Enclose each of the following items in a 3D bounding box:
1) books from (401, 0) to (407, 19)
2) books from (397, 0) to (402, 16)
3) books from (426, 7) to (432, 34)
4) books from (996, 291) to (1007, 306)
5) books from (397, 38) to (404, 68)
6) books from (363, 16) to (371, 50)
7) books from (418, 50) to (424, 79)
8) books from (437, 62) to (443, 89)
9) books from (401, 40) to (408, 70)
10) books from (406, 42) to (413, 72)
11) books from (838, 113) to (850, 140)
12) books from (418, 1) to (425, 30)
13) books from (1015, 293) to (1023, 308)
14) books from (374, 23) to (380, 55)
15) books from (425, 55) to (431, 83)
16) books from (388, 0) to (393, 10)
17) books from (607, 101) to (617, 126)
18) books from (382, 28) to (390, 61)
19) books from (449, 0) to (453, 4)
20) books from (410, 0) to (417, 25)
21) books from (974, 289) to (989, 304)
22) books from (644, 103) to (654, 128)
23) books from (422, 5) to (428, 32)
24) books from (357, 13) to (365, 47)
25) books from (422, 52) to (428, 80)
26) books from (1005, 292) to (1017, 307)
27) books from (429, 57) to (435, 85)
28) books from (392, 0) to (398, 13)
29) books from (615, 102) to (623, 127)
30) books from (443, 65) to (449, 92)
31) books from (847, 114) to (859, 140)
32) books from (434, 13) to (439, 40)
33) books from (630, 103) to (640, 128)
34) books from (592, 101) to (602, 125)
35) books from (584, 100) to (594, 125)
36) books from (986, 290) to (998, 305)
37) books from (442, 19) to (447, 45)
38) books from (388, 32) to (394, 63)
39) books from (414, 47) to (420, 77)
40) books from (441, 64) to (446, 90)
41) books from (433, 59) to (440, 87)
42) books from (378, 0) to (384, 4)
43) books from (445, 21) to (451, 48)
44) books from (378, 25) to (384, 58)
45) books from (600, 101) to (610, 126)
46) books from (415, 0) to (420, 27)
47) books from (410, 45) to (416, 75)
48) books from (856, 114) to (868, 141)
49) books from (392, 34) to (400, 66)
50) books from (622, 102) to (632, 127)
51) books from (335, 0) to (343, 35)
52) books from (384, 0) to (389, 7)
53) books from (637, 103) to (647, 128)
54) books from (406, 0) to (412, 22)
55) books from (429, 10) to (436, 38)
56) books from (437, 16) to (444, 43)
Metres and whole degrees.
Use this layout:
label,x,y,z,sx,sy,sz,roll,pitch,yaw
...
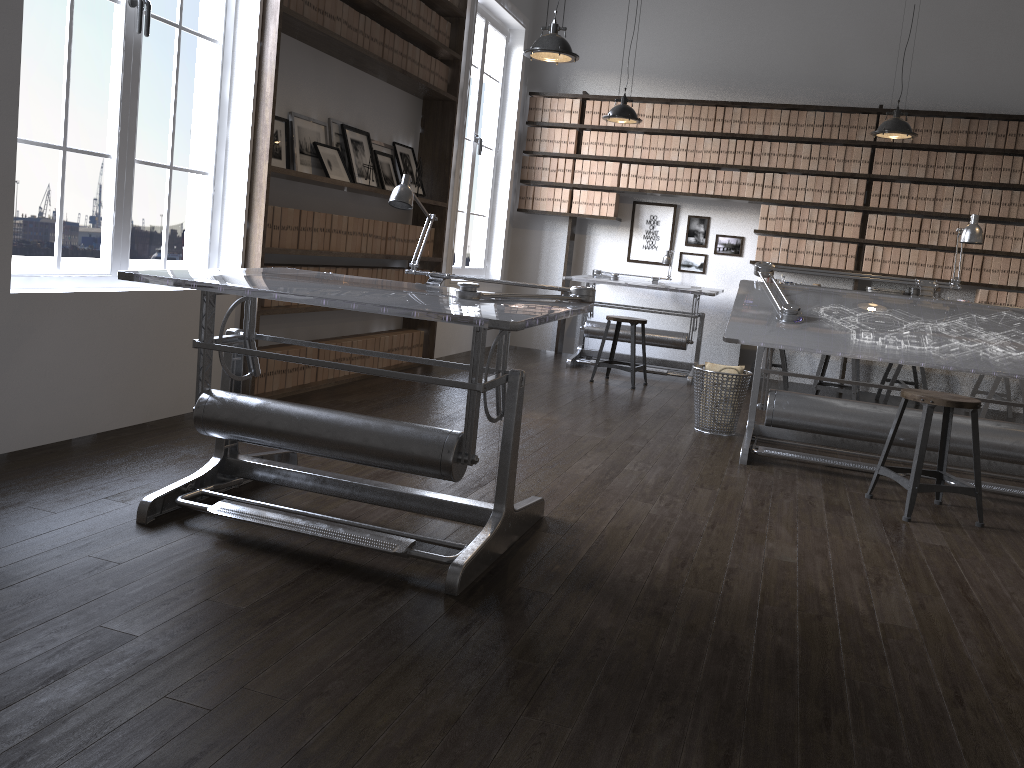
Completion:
label,x,y,z,sx,sy,sz,roll,pitch,yaw
books,-0.801,-2.530,5.951,0.175,0.224,0.067,8,6,17
books,-0.824,-2.523,5.885,0.175,0.224,0.067,8,6,17
books,-0.676,-2.577,6.341,0.175,0.224,0.067,8,6,17
books,4.034,-0.656,7.339,0.067,0.224,0.175,8,7,17
books,-0.834,-2.223,5.981,0.175,0.224,0.067,8,6,17
books,-0.978,-2.167,5.511,0.175,0.224,0.067,8,6,17
books,-0.725,-2.261,6.303,0.175,0.224,0.067,8,6,17
books,-0.617,-2.300,6.634,0.175,0.224,0.067,8,6,17
books,-0.812,-2.231,6.048,0.175,0.224,0.067,8,6,17
books,-0.786,-2.238,6.110,0.175,0.224,0.067,8,6,17
books,2.856,-2.200,7.615,0.067,0.224,0.175,8,7,17
books,-0.713,-2.560,6.208,0.175,0.224,0.067,8,6,17
books,4.168,-0.636,7.298,0.067,0.224,0.175,8,7,17
books,-0.941,-2.183,5.642,0.175,0.224,0.067,8,6,17
books,-0.688,-2.278,6.438,0.175,0.224,0.067,8,6,17
books,-0.864,-2.507,5.754,0.175,0.224,0.067,8,6,17
books,0.944,-2.487,8.209,0.067,0.224,0.175,8,7,17
books,-0.896,-2.198,5.773,0.175,0.224,0.067,8,6,17
books,-0.531,-2.930,6.647,0.175,0.224,0.067,8,6,17
books,-0.756,-2.546,6.086,0.175,0.224,0.067,8,6,17
books,3.901,-0.675,7.374,0.067,0.224,0.175,8,7,17
books,1.265,-2.439,8.110,0.067,0.224,0.175,8,7,17
books,-0.698,-2.569,6.274,0.175,0.224,0.067,8,6,17
books,-1.004,-2.159,5.444,0.175,0.224,0.067,8,6,17
books,-0.708,-2.270,6.371,0.175,0.224,0.067,8,6,17
books,4.099,-0.646,7.314,0.067,0.224,0.175,8,7,17
books,-0.663,-2.285,6.503,0.175,0.224,0.067,8,6,17
books,-0.839,-2.514,5.816,0.175,0.224,0.067,8,6,17
books,1.013,-2.478,8.192,0.067,0.224,0.175,8,7,17
books,-0.582,-2.316,6.762,0.175,0.224,0.067,8,6,17
books,2.923,-2.190,7.596,0.067,0.224,0.175,8,7,17
books,-0.634,-2.593,6.476,0.175,0.224,0.067,8,6,17
books,1.142,-2.457,8.146,0.067,0.224,0.175,8,7,17
books,0.806,-2.508,8.252,0.067,0.224,0.175,8,7,17
books,0.737,-2.519,8.279,0.067,0.224,0.175,8,7,17
books,3.966,-0.666,7.360,0.067,0.224,0.175,8,7,17
books,-0.588,-2.610,6.618,0.175,0.224,0.067,8,6,17
books,-0.878,-2.207,5.846,0.175,0.224,0.067,8,6,17
books,-0.749,-2.253,6.235,0.175,0.224,0.067,8,6,17
books,-0.602,-2.308,6.695,0.175,0.224,0.067,8,6,17
books,-0.638,-2.293,6.571,0.175,0.224,0.067,8,6,17
books,-0.902,-2.491,5.625,0.175,0.224,0.067,8,6,17
books,-0.563,-2.618,6.689,0.175,0.224,0.067,8,6,17
books,-0.923,-2.191,5.704,0.175,0.224,0.067,8,6,17
books,0.878,-2.498,8.235,0.067,0.224,0.175,8,7,17
books,-0.738,-2.554,6.146,0.175,0.224,0.067,8,6,17
books,-0.770,-2.246,6.175,0.175,0.224,0.067,8,6,17
books,2.988,-2.180,7.572,0.067,0.224,0.175,8,7,17
books,-0.852,-2.215,5.912,0.175,0.224,0.067,8,6,17
books,1.080,-2.468,8.171,0.067,0.224,0.175,8,7,17
books,-1.090,-2.127,5.175,0.175,0.224,0.067,8,6,17
books,-0.881,-2.500,5.694,0.175,0.224,0.067,8,6,17
books,1.206,-2.449,8.130,0.067,0.224,0.175,8,7,17
books,-0.776,-2.538,6.016,0.175,0.224,0.067,8,6,17
books,-0.651,-2.584,6.407,0.175,0.224,0.067,8,6,17
books,-0.605,-2.601,6.546,0.175,0.224,0.067,8,6,17
